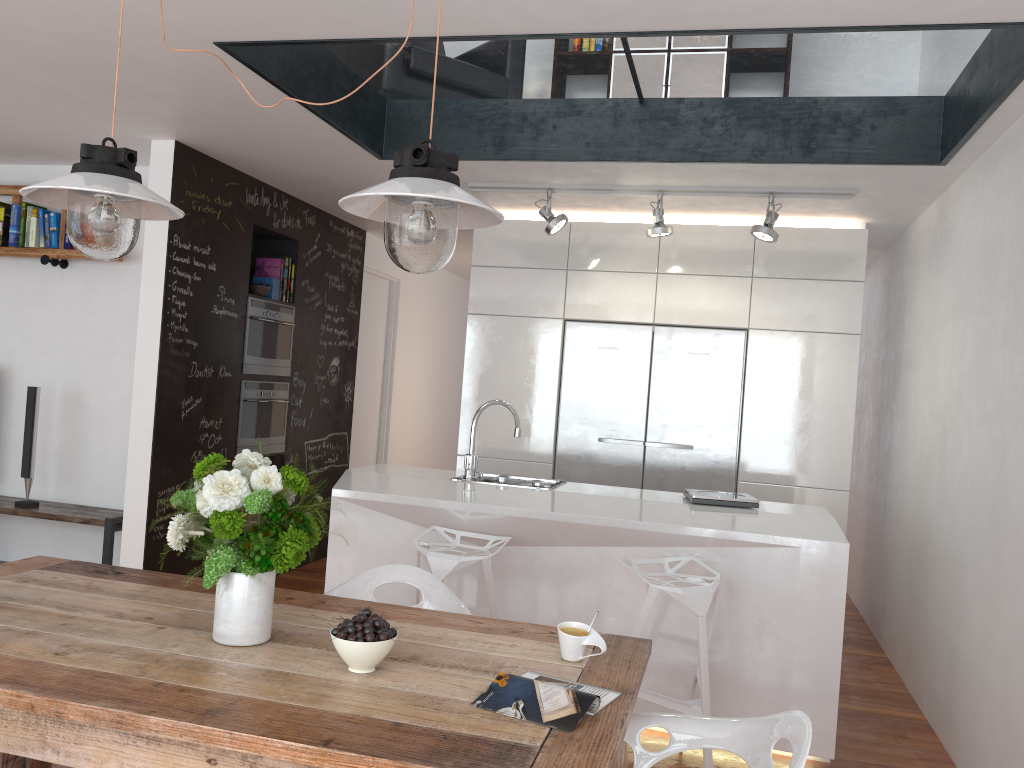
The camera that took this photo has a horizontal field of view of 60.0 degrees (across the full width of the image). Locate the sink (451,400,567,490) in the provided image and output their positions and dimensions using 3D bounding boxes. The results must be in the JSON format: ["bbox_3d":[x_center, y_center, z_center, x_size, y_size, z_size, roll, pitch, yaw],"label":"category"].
[{"bbox_3d":[0.003,0.368,4.419,0.492,0.570,0.459,4,0,14],"label":"sink"}]

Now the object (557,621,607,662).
[{"bbox_3d":[0.167,0.615,2.097,0.127,0.078,0.082,4,0,19],"label":"object"}]

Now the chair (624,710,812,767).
[{"bbox_3d":[0.355,1.044,1.914,0.505,0.710,0.577,4,0,9],"label":"chair"}]

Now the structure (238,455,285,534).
[{"bbox_3d":[-1.584,0.846,5.588,0.081,0.763,0.582,4,0,14],"label":"structure"}]

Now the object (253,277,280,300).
[{"bbox_3d":[-1.579,-0.610,5.691,0.136,0.136,0.110,4,0,7],"label":"object"}]

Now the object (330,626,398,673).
[{"bbox_3d":[-0.322,0.577,1.919,0.146,0.079,0.146,4,0,22],"label":"object"}]

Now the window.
[{"bbox_3d":[0.465,-1.384,3.554,2.700,0.035,1.546,4,0,14],"label":"window"}]

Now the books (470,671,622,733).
[{"bbox_3d":[0.075,0.629,1.815,0.218,0.035,0.267,4,0,28],"label":"books"}]

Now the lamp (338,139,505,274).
[{"bbox_3d":[-0.201,-0.400,1.999,0.372,0.306,0.372,4,0,-25],"label":"lamp"}]

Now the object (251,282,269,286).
[{"bbox_3d":[-1.568,-0.610,5.542,0.077,0.042,0.116,4,0,27],"label":"object"}]

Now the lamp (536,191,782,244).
[{"bbox_3d":[0.765,-0.907,4.800,1.324,0.254,0.154,4,0,14],"label":"lamp"}]

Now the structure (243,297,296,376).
[{"bbox_3d":[-1.508,-0.286,5.596,0.052,0.462,0.585,4,0,14],"label":"structure"}]

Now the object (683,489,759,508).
[{"bbox_3d":[0.969,0.529,4.136,0.298,0.036,0.325,4,0,4],"label":"object"}]

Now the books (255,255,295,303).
[{"bbox_3d":[-1.577,-0.692,5.840,0.230,0.303,0.152,4,0,14],"label":"books"}]

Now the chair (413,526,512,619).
[{"bbox_3d":[-0.256,0.983,3.513,0.492,0.765,0.428,4,0,24],"label":"chair"}]

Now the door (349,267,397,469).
[{"bbox_3d":[-1.224,0.192,7.348,0.120,2.236,0.823,4,0,14],"label":"door"}]

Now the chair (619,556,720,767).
[{"bbox_3d":[0.602,1.044,3.229,0.492,0.765,0.428,4,0,-31],"label":"chair"}]

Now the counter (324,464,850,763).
[{"bbox_3d":[0.252,0.953,4.089,2.289,0.903,0.956,4,0,14],"label":"counter"}]

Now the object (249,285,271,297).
[{"bbox_3d":[-1.580,-0.577,5.543,0.132,0.069,0.132,4,0,-43],"label":"object"}]

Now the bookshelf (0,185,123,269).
[{"bbox_3d":[-3.668,-0.995,5.491,2.983,0.465,0.161,4,0,14],"label":"bookshelf"}]

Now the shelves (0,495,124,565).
[{"bbox_3d":[-3.806,0.860,5.387,3.473,0.506,0.414,4,0,14],"label":"shelves"}]

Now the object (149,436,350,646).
[{"bbox_3d":[-0.626,0.356,2.104,0.432,0.476,0.371,4,0,-35],"label":"object"}]

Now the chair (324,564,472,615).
[{"bbox_3d":[-0.429,0.991,2.894,0.577,0.710,0.505,4,0,4],"label":"chair"}]

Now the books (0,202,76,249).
[{"bbox_3d":[-2.239,-1.746,5.407,5.671,1.974,0.733,4,0,3],"label":"books"}]

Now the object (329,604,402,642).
[{"bbox_3d":[-0.318,0.527,1.919,0.159,0.095,0.141,4,0,-1],"label":"object"}]

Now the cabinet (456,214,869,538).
[{"bbox_3d":[0.942,0.209,5.907,2.404,2.506,0.946,4,0,14],"label":"cabinet"}]

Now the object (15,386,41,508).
[{"bbox_3d":[-2.748,0.359,5.071,0.089,0.687,0.089,4,0,24],"label":"object"}]

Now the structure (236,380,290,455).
[{"bbox_3d":[-1.545,0.216,5.593,0.052,0.462,0.585,4,0,14],"label":"structure"}]

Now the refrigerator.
[{"bbox_3d":[0.809,0.540,5.463,1.119,1.811,0.142,4,0,14],"label":"refrigerator"}]

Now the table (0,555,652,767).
[{"bbox_3d":[-0.698,0.958,2.083,1.910,0.735,0.969,4,0,14],"label":"table"}]

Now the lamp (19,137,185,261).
[{"bbox_3d":[-1.008,-0.459,2.198,0.372,0.306,0.372,4,0,8],"label":"lamp"}]
